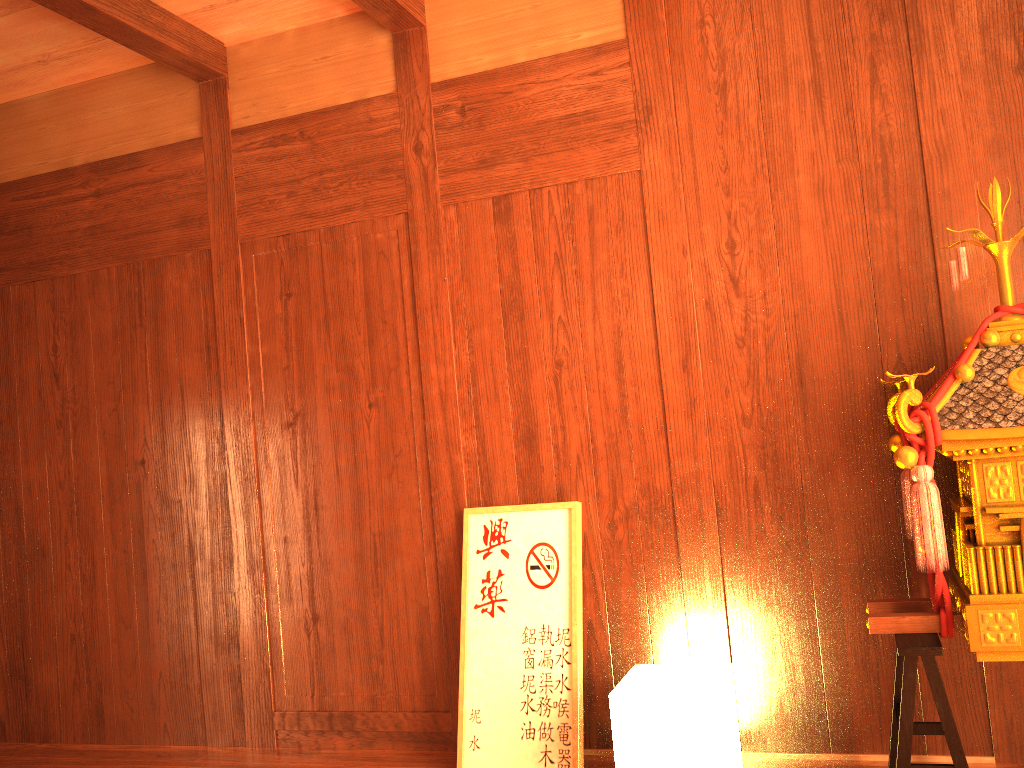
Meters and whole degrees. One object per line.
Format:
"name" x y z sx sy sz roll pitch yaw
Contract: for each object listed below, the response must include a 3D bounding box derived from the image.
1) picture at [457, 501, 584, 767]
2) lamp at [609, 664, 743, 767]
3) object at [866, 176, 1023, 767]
"picture" 0.025 0.771 2.698 0.391 0.787 0.220 -7 -4 24
"lamp" 0.445 0.946 2.358 0.274 0.315 0.286 -6 -4 20
"object" 1.238 0.254 2.115 0.792 1.514 0.620 -6 -4 19
